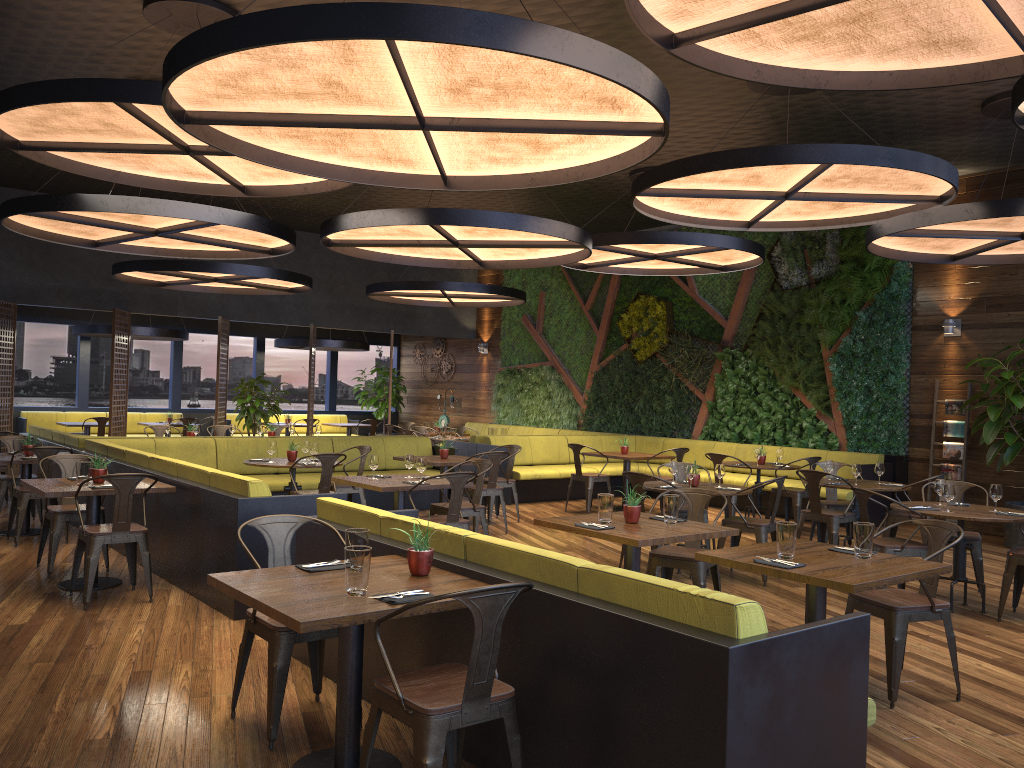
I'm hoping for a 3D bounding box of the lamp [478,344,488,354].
[{"bbox_3d":[-0.650,-0.768,19.098,0.189,0.215,0.215,2,-1,-38],"label":"lamp"}]

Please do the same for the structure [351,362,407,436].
[{"bbox_3d":[-3.045,0.572,20.873,1.493,2.184,1.272,2,-1,-38],"label":"structure"}]

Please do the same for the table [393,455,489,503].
[{"bbox_3d":[-0.775,1.248,10.286,0.887,0.763,0.906,2,-1,-38],"label":"table"}]

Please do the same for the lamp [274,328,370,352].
[{"bbox_3d":[-3.985,-1.828,18.813,1.979,2.172,1.979,1,-1,37],"label":"lamp"}]

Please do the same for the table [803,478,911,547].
[{"bbox_3d":[3.419,1.369,8.842,1.007,0.760,1.007,2,-1,19],"label":"table"}]

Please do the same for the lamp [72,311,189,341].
[{"bbox_3d":[-7.004,-1.948,16.430,1.979,2.172,1.979,2,-1,7],"label":"lamp"}]

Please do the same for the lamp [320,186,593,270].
[{"bbox_3d":[-0.543,-2.118,9.184,2.778,1.475,2.778,2,-1,11],"label":"lamp"}]

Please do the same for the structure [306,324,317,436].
[{"bbox_3d":[-3.771,0.247,16.639,0.050,2.700,0.852,2,-1,-8],"label":"structure"}]

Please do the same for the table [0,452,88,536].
[{"bbox_3d":[-4.840,1.102,8.861,0.887,0.763,0.906,2,-1,-38],"label":"table"}]

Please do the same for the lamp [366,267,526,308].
[{"bbox_3d":[-1.121,-2.148,15.459,2.778,1.362,2.778,2,-1,16],"label":"lamp"}]

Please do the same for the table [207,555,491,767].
[{"bbox_3d":[-0.640,1.184,3.586,0.906,0.763,0.887,2,-1,-38],"label":"table"}]

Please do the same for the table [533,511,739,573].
[{"bbox_3d":[0.752,1.249,5.505,0.887,0.763,0.906,2,-1,-38],"label":"table"}]

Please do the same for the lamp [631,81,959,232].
[{"bbox_3d":[2.494,-2.209,8.015,2.778,1.159,2.778,2,-1,29],"label":"lamp"}]

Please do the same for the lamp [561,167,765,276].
[{"bbox_3d":[1.909,-2.190,11.700,2.778,1.159,2.778,1,-1,42],"label":"lamp"}]

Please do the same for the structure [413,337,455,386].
[{"bbox_3d":[-1.863,-0.552,20.715,0.058,1.178,1.791,2,-1,-38],"label":"structure"}]

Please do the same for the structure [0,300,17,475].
[{"bbox_3d":[-7.772,0.086,13.481,0.050,2.700,0.852,2,-1,-8],"label":"structure"}]

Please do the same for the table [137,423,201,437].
[{"bbox_3d":[-6.478,1.129,16.711,0.906,0.763,0.887,2,-1,-38],"label":"table"}]

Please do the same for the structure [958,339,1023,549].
[{"bbox_3d":[5.745,0.657,9.947,1.406,2.359,1.650,2,-1,-29],"label":"structure"}]

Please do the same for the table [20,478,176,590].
[{"bbox_3d":[-3.168,1.135,6.742,0.887,0.763,0.906,2,-1,-38],"label":"table"}]

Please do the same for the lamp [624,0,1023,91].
[{"bbox_3d":[1.877,-2.273,3.702,2.778,1.159,2.778,2,-1,-3],"label":"lamp"}]

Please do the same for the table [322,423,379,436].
[{"bbox_3d":[-3.495,1.250,19.060,0.887,0.763,0.906,2,-1,-38],"label":"table"}]

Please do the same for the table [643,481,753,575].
[{"bbox_3d":[1.632,1.302,7.977,1.007,0.760,1.007,1,-1,39],"label":"table"}]

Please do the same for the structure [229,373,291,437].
[{"bbox_3d":[-4.438,0.682,15.291,0.993,1.763,1.166,2,-1,22],"label":"structure"}]

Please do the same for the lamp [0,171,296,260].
[{"bbox_3d":[-3.616,-2.218,9.080,2.778,1.475,2.778,2,-1,-34],"label":"lamp"}]

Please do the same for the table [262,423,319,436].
[{"bbox_3d":[-4.595,1.205,18.197,0.906,0.763,0.887,2,-1,-38],"label":"table"}]

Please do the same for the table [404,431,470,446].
[{"bbox_3d":[-1.421,1.291,16.575,0.887,0.763,0.906,2,-1,-38],"label":"table"}]

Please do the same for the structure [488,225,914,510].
[{"bbox_3d":[2.449,-0.514,15.174,0.918,4.593,9.182,2,-1,-39],"label":"structure"}]

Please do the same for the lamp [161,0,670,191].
[{"bbox_3d":[-0.487,-2.158,5.078,2.778,1.475,2.778,2,-1,16],"label":"lamp"}]

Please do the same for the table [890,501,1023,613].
[{"bbox_3d":[3.455,1.349,6.845,1.007,0.760,1.007,2,-1,-45],"label":"table"}]

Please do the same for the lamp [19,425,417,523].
[{"bbox_3d":[-5.694,0.117,10.719,9.057,2.714,3.017,2,-1,-38],"label":"lamp"}]

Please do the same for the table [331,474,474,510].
[{"bbox_3d":[-0.973,1.215,7.715,0.906,0.763,0.887,2,-1,-38],"label":"table"}]

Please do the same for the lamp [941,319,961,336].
[{"bbox_3d":[5.545,-0.720,11.247,0.189,0.215,0.215,2,-1,-38],"label":"lamp"}]

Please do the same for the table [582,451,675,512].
[{"bbox_3d":[1.578,1.343,12.144,0.887,0.763,0.906,2,-1,-38],"label":"table"}]

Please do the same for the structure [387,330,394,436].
[{"bbox_3d":[-2.437,0.301,17.692,0.050,2.700,0.852,2,-1,-8],"label":"structure"}]

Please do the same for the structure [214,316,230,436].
[{"bbox_3d":[-5.104,0.193,15.586,0.050,2.700,0.852,2,-1,-8],"label":"structure"}]

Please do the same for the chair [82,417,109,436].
[{"bbox_3d":[-7.138,1.014,15.293,0.504,0.917,0.541,2,-1,-38],"label":"chair"}]

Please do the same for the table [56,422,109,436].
[{"bbox_3d":[-7.574,1.085,15.840,0.887,0.763,0.906,2,-1,-38],"label":"table"}]

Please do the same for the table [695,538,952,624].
[{"bbox_3d":[1.556,1.264,4.488,0.906,0.763,0.887,2,-1,-38],"label":"table"}]

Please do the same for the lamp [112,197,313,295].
[{"bbox_3d":[-4.330,-2.201,13.029,2.778,1.475,2.778,2,-1,-38],"label":"lamp"}]

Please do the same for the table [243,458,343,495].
[{"bbox_3d":[-2.285,1.188,9.235,1.007,0.760,1.007,2,-1,-1],"label":"table"}]

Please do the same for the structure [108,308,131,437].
[{"bbox_3d":[-6.438,0.140,14.533,0.050,2.700,0.852,2,-1,-8],"label":"structure"}]

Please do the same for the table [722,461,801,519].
[{"bbox_3d":[3.055,1.379,11.011,1.007,0.760,1.007,2,-1,19],"label":"table"}]

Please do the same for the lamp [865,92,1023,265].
[{"bbox_3d":[4.894,-2.025,8.481,2.778,1.362,2.778,2,-1,21],"label":"lamp"}]

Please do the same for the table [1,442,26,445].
[{"bbox_3d":[-6.515,1.070,10.979,0.887,0.763,0.906,2,-1,-38],"label":"table"}]

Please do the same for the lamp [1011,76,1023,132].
[{"bbox_3d":[4.097,-2.245,5.238,1.979,1.093,1.979,2,-1,15],"label":"lamp"}]

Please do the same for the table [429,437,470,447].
[{"bbox_3d":[-1.065,1.284,14.704,0.887,0.763,0.906,2,-1,-38],"label":"table"}]

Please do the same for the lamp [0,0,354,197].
[{"bbox_3d":[-2.571,-2.382,7.098,2.778,1.159,2.778,2,-1,12],"label":"lamp"}]
